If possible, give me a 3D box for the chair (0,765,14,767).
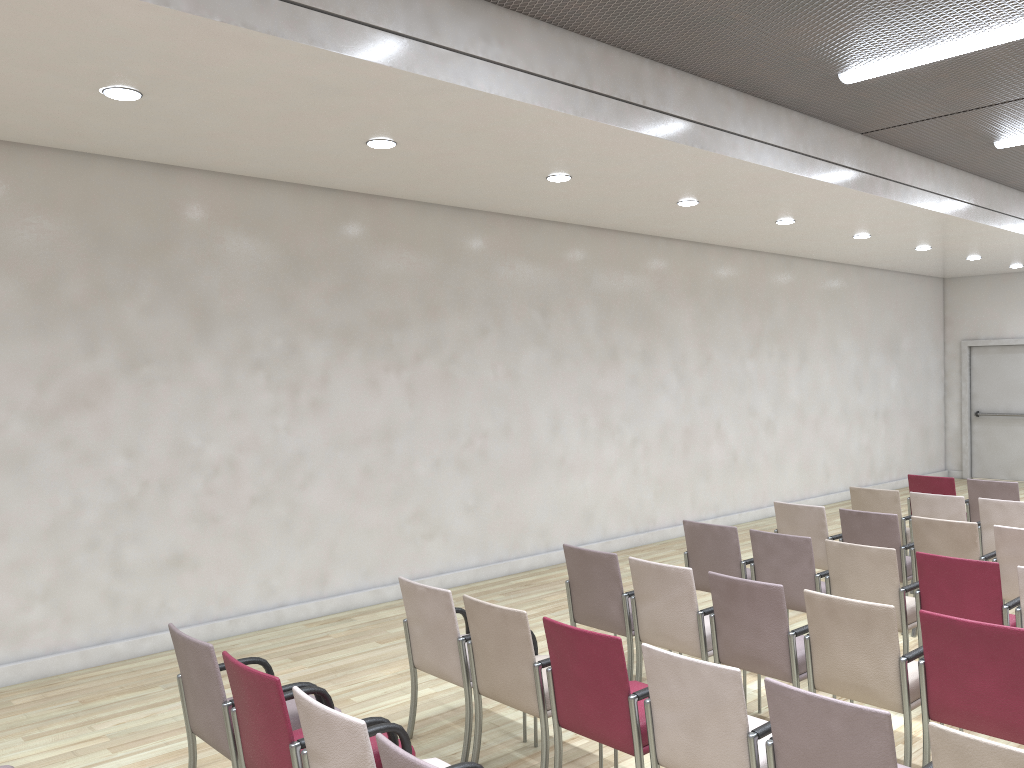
[{"bbox_3d":[-2.042,1.509,3.099,0.640,0.890,0.513,-2,1,-43],"label":"chair"}]

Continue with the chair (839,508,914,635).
[{"bbox_3d":[2.871,1.387,6.814,0.640,0.890,0.513,-2,1,-43],"label":"chair"}]

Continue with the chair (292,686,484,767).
[{"bbox_3d":[-0.386,1.483,3.106,0.640,0.890,0.513,-2,1,-42],"label":"chair"}]

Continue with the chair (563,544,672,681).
[{"bbox_3d":[0.691,1.436,5.575,0.640,0.890,0.513,-2,1,-41],"label":"chair"}]

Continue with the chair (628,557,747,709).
[{"bbox_3d":[1.047,1.435,5.160,0.640,0.890,0.513,-2,1,-42],"label":"chair"}]

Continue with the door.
[{"bbox_3d":[8.671,0.445,14.568,0.200,2.400,2.373,-2,1,-42],"label":"door"}]

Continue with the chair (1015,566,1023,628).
[{"bbox_3d":[3.070,1.409,4.774,0.640,0.890,0.513,-2,1,-42],"label":"chair"}]

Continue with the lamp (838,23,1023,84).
[{"bbox_3d":[3.446,-2.134,5.003,0.198,0.045,3.304,-2,1,-42],"label":"lamp"}]

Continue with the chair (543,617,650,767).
[{"bbox_3d":[0.507,1.459,3.931,0.640,0.890,0.513,-2,1,-42],"label":"chair"}]

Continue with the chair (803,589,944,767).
[{"bbox_3d":[1.788,1.434,4.341,0.640,0.890,0.513,-2,1,-42],"label":"chair"}]

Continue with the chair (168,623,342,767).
[{"bbox_3d":[-1.131,1.484,3.920,0.640,0.890,0.513,-2,1,-42],"label":"chair"}]

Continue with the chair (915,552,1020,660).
[{"bbox_3d":[2.713,1.409,5.181,0.640,0.890,0.513,-2,1,-43],"label":"chair"}]

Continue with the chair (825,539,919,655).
[{"bbox_3d":[2.331,1.410,5.588,0.640,0.890,0.513,-2,1,-42],"label":"chair"}]

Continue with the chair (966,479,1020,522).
[{"bbox_3d":[4.696,1.338,8.467,0.640,0.890,0.513,-2,1,-42],"label":"chair"}]

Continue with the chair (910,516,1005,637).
[{"bbox_3d":[3.243,1.386,6.421,0.640,0.890,0.513,-2,1,-43],"label":"chair"}]

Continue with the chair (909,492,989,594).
[{"bbox_3d":[3.783,1.362,7.640,0.640,0.890,0.513,-2,1,-42],"label":"chair"}]

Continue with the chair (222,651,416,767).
[{"bbox_3d":[-0.762,1.484,3.515,0.640,0.890,0.513,-2,1,-43],"label":"chair"}]

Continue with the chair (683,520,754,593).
[{"bbox_3d":[1.597,1.411,6.404,0.640,0.890,0.513,-2,1,-43],"label":"chair"}]

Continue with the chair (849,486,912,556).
[{"bbox_3d":[3.422,1.363,8.055,0.640,0.890,0.513,-2,1,-43],"label":"chair"}]

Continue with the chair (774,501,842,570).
[{"bbox_3d":[2.496,1.387,7.225,0.640,0.890,0.513,-2,1,-41],"label":"chair"}]

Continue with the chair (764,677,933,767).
[{"bbox_3d":[1.250,1.458,3.115,0.640,0.890,0.513,-2,1,-42],"label":"chair"}]

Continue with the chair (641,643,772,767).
[{"bbox_3d":[0.882,1.458,3.535,0.640,0.890,0.513,-2,1,-43],"label":"chair"}]

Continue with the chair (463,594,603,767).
[{"bbox_3d":[0.134,1.460,4.345,0.640,0.890,0.513,-2,1,-42],"label":"chair"}]

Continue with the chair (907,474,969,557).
[{"bbox_3d":[4.318,1.339,8.882,0.640,0.890,0.513,-2,1,-42],"label":"chair"}]

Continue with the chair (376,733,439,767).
[{"bbox_3d":[-0.035,1.483,2.693,0.640,0.890,0.513,-2,1,-42],"label":"chair"}]

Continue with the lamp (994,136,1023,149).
[{"bbox_3d":[5.580,-2.191,6.938,0.198,0.045,3.304,-2,1,-42],"label":"lamp"}]

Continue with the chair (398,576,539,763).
[{"bbox_3d":[-0.231,1.460,4.749,0.640,0.890,0.513,-2,1,-42],"label":"chair"}]

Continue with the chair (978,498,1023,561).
[{"bbox_3d":[4.158,1.361,7.244,0.640,0.890,0.513,-2,1,-43],"label":"chair"}]

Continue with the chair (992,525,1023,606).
[{"bbox_3d":[3.611,1.385,5.998,0.640,0.890,0.513,-2,1,-42],"label":"chair"}]

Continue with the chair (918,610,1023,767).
[{"bbox_3d":[2.168,1.433,3.952,0.640,0.890,0.513,-2,1,-43],"label":"chair"}]

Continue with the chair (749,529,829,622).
[{"bbox_3d":[1.966,1.411,5.989,0.640,0.890,0.513,-2,1,-42],"label":"chair"}]

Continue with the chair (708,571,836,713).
[{"bbox_3d":[1.417,1.435,4.755,0.640,0.890,0.513,-2,1,-42],"label":"chair"}]

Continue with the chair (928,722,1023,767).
[{"bbox_3d":[1.628,1.457,2.715,0.640,0.890,0.513,-2,1,-43],"label":"chair"}]
